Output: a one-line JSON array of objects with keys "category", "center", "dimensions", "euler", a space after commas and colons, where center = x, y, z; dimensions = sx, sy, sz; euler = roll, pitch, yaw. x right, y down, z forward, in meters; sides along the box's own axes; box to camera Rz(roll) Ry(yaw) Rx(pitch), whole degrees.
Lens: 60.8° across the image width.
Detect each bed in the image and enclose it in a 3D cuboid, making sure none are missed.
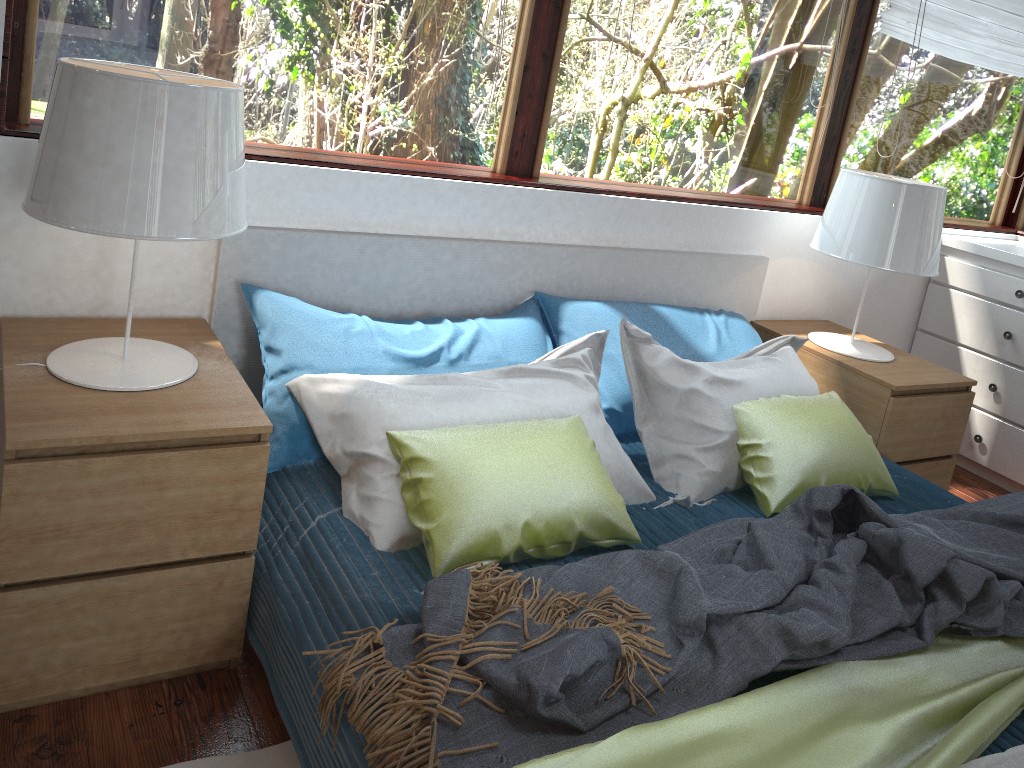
[{"category": "bed", "center": [0.700, 0.425, 1.648], "dimensions": [2.134, 0.742, 2.692], "euler": [-1, 22, -30]}]

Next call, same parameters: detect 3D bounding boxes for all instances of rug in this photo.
[{"category": "rug", "center": [0.893, 0.940, 1.311], "dimensions": [2.708, 0.047, 1.881], "euler": [-2, 23, -32]}]

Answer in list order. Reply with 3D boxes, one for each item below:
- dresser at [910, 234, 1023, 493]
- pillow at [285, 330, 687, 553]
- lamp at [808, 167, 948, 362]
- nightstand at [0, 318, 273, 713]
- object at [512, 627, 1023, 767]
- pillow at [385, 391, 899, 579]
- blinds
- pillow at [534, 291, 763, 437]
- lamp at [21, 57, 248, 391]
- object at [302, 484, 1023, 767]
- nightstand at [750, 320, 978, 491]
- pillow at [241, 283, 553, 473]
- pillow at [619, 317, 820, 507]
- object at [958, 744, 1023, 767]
[{"category": "dresser", "center": [2.691, 0.382, 2.531], "dimensions": [0.614, 0.847, 3.256], "euler": [2, 20, -32]}, {"category": "pillow", "center": [-0.041, 0.102, 1.984], "dimensions": [0.873, 0.346, 0.492], "euler": [-4, 21, -36]}, {"category": "lamp", "center": [1.196, -0.400, 2.905], "dimensions": [0.406, 0.569, 0.421], "euler": [-1, 18, -40]}, {"category": "nightstand", "center": [-0.818, 0.221, 1.790], "dimensions": [0.427, 0.522, 0.635], "euler": [1, 18, -32]}, {"category": "object", "center": [0.731, 0.669, 1.495], "dimensions": [2.107, 0.431, 0.511], "euler": [-4, 21, -36]}, {"category": "pillow", "center": [0.386, 0.179, 2.030], "dimensions": [1.377, 0.211, 0.324], "euler": [-3, 21, -32]}, {"category": "blinds", "center": [1.914, -1.551, 3.533], "dimensions": [1.176, 0.489, 0.055], "euler": [-2, 15, -32]}, {"category": "pillow", "center": [0.502, -0.075, 2.667], "dimensions": [0.920, 0.307, 0.382], "euler": [-3, 20, -34]}, {"category": "lamp", "center": [-0.730, -0.316, 1.708], "dimensions": [0.405, 0.569, 0.422], "euler": [1, 16, -35]}, {"category": "object", "center": [0.694, 0.439, 1.677], "dimensions": [2.115, 0.392, 0.658], "euler": [2, 19, -23]}, {"category": "nightstand", "center": [1.124, 0.136, 2.996], "dimensions": [0.427, 0.522, 0.635], "euler": [1, 18, -32]}, {"category": "pillow", "center": [-0.229, -0.048, 2.212], "dimensions": [0.912, 0.318, 0.362], "euler": [-3, 20, -34]}, {"category": "pillow", "center": [0.662, 0.040, 2.397], "dimensions": [0.853, 0.377, 0.374], "euler": [-4, 20, -37]}, {"category": "object", "center": [0.893, 0.759, 1.166], "dimensions": [2.157, 0.362, 0.558], "euler": [-5, 22, -36]}]
